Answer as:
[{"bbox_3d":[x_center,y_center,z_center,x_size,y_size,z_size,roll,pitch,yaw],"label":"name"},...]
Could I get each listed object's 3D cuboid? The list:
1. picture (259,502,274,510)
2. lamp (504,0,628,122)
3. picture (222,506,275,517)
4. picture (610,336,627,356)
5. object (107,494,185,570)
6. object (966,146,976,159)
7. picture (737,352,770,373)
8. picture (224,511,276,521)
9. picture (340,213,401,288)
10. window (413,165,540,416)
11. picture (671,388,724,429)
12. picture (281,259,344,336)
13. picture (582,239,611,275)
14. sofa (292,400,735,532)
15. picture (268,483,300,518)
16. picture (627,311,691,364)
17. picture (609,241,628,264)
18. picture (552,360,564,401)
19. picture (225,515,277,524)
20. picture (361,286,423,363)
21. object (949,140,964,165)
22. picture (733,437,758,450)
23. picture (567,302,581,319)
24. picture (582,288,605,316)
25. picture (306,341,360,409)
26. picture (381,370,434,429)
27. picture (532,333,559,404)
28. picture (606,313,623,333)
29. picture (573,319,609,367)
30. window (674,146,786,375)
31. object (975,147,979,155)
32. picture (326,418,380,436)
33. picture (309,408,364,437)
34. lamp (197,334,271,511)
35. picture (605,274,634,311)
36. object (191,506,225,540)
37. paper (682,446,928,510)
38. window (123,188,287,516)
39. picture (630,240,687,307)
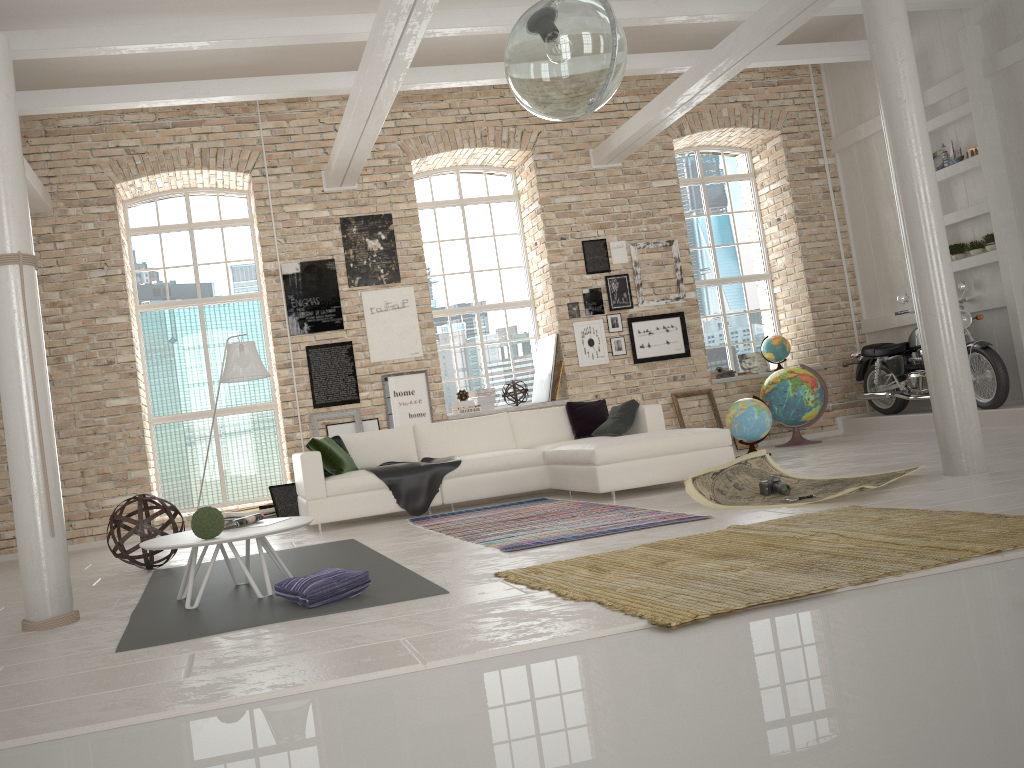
[{"bbox_3d":[-2.324,1.200,8.940,0.299,0.048,0.373,-8,-2,13],"label":"picture"},{"bbox_3d":[0.144,-1.869,3.727,0.504,1.601,0.499,-8,-3,0],"label":"lamp"},{"bbox_3d":[-2.419,1.234,8.893,0.734,0.048,0.625,-6,-3,-37],"label":"picture"},{"bbox_3d":[1.219,-0.432,10.220,0.172,0.213,0.012,-8,-4,-11],"label":"picture"},{"bbox_3d":[-2.639,1.065,6.433,0.503,0.543,0.579,-6,-4,-39],"label":"object"},{"bbox_3d":[4.632,-2.328,8.976,0.107,0.120,0.106,-8,-3,3],"label":"object"},{"bbox_3d":[3.043,-0.250,11.216,0.383,0.293,0.069,-7,-3,-11],"label":"picture"},{"bbox_3d":[-2.423,1.272,8.918,0.625,0.048,0.733,-9,-3,33],"label":"picture"},{"bbox_3d":[-1.562,-1.472,9.823,0.574,0.785,0.037,-8,-4,-11],"label":"picture"},{"bbox_3d":[1.279,-1.603,5.175,1.385,2.992,11.773,-7,-2,-18],"label":"window"},{"bbox_3d":[2.160,0.446,10.205,0.493,0.749,0.228,-7,-3,-12],"label":"picture"},{"bbox_3d":[-2.159,-0.944,9.656,0.576,0.786,0.037,-8,-4,-11],"label":"picture"},{"bbox_3d":[0.970,-1.467,10.261,0.288,0.394,0.019,-8,-4,-11],"label":"picture"},{"bbox_3d":[-0.163,0.668,7.680,3.194,0.843,2.228,-7,-2,-13],"label":"sofa"},{"bbox_3d":[-2.158,1.168,8.647,0.310,0.405,0.204,-6,-4,-35],"label":"picture"},{"bbox_3d":[1.698,-0.536,10.309,0.696,0.536,0.032,-7,-4,-11],"label":"picture"},{"bbox_3d":[1.237,-1.522,10.318,0.189,0.259,0.012,-8,-4,-11],"label":"picture"},{"bbox_3d":[0.487,-0.024,10.208,0.167,0.461,0.373,-7,-3,-17],"label":"picture"},{"bbox_3d":[-2.390,1.307,8.916,0.731,0.048,0.627,-6,-3,-45],"label":"picture"},{"bbox_3d":[-1.315,-0.654,9.777,0.575,0.786,0.037,-8,-4,-11],"label":"picture"},{"bbox_3d":[4.537,-2.383,9.124,0.064,0.261,0.233,-8,-3,-3],"label":"object"},{"bbox_3d":[2.693,0.583,10.371,0.261,0.351,0.098,-7,-3,-12],"label":"picture"},{"bbox_3d":[0.706,-0.840,10.162,0.132,0.179,0.008,-8,-3,-6],"label":"picture"},{"bbox_3d":[0.933,-0.942,10.211,0.224,0.307,0.015,-8,-4,-11],"label":"picture"},{"bbox_3d":[-1.937,-0.099,9.637,0.498,0.682,0.066,-8,-4,-11],"label":"picture"},{"bbox_3d":[-1.128,0.248,9.733,0.506,0.757,0.012,-8,-4,-11],"label":"picture"},{"bbox_3d":[0.386,-0.164,10.364,0.238,0.765,0.605,-7,-3,-17],"label":"picture"},{"bbox_3d":[1.180,-0.698,10.237,0.172,0.213,0.012,-8,-4,-11],"label":"picture"},{"bbox_3d":[0.903,-0.467,10.161,0.357,0.514,0.013,-8,-4,-11],"label":"picture"},{"bbox_3d":[4.311,-1.997,5.757,1.385,2.992,11.773,-7,-2,-18],"label":"window"},{"bbox_3d":[4.669,-2.321,8.863,0.114,0.088,0.100,-9,-3,27],"label":"object"},{"bbox_3d":[-1.665,0.679,9.532,0.561,0.569,0.150,-7,-3,-11],"label":"picture"},{"bbox_3d":[-1.830,0.568,9.443,0.530,0.583,0.290,-7,-3,-12],"label":"picture"},{"bbox_3d":[-2.521,0.483,7.857,1.050,1.778,0.429,-9,-4,21],"label":"lamp"},{"bbox_3d":[1.236,-1.057,10.269,0.285,0.410,0.010,-8,-4,-11],"label":"picture"},{"bbox_3d":[-1.492,0.682,4.372,0.150,0.164,0.174,-6,-4,-38],"label":"object"},{"bbox_3d":[1.916,0.555,5.716,1.132,0.265,1.368,-10,-3,40],"label":"paper"},{"bbox_3d":[-1.734,-0.875,4.567,1.385,3.659,11.773,-7,-2,-18],"label":"window"},{"bbox_3d":[1.698,-1.289,10.373,0.589,0.750,0.026,-8,-4,-11],"label":"picture"}]
